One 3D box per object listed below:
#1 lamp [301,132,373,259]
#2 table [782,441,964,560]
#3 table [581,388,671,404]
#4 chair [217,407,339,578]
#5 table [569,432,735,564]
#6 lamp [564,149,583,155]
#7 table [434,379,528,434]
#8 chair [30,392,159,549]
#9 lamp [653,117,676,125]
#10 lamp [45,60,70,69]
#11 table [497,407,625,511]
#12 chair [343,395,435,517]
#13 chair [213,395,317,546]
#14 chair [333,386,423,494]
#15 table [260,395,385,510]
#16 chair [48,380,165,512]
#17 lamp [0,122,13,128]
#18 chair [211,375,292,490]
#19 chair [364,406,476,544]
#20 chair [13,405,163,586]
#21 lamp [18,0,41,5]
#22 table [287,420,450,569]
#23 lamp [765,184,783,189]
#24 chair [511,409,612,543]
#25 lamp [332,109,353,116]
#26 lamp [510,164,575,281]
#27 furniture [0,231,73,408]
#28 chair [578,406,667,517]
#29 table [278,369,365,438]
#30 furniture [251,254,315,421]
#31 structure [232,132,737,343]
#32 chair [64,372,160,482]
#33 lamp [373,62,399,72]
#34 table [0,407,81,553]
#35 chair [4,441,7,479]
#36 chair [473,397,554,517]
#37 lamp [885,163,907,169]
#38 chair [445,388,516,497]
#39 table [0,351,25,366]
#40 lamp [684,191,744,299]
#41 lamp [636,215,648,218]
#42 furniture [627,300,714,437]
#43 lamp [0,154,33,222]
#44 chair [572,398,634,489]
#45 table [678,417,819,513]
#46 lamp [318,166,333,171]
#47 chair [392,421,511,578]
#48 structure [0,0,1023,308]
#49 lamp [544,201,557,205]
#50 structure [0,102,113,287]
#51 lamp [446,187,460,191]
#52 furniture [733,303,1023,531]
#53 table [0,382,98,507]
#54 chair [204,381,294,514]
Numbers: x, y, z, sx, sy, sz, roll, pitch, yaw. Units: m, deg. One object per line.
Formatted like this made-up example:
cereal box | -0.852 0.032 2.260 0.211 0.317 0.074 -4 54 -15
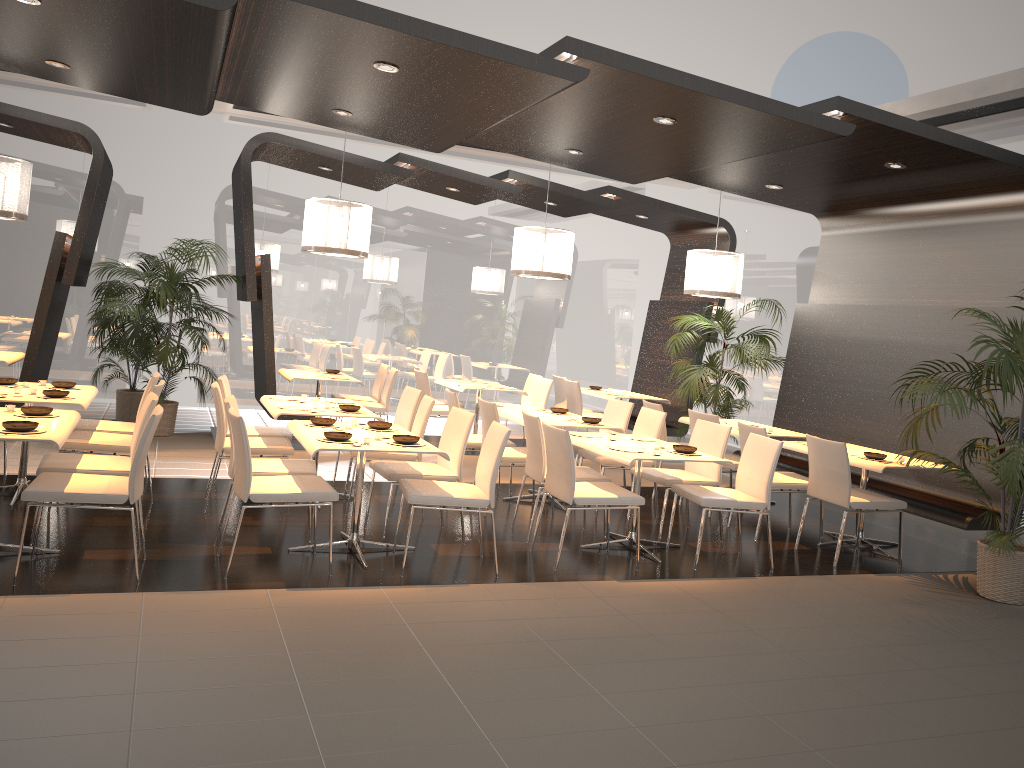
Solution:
lamp | -1.597 -2.186 8.402 0.627 1.931 0.626 5 0 7
table | 2.758 0.912 6.954 0.798 0.726 1.152 4 3 -21
table | 1.348 0.482 11.228 0.798 0.726 1.152 4 3 -21
chair | -1.344 0.600 5.069 0.604 0.870 0.485 5 1 -24
table | 0.874 0.793 6.232 0.798 0.726 1.152 4 3 -21
lamp | 0.535 -2.021 7.643 0.161 0.050 0.162 4 4 -16
table | -0.421 0.371 10.547 0.798 0.726 1.152 4 3 -21
chair | -2.458 0.490 5.239 0.604 0.874 0.485 5 1 -24
lamp | 1.079 -1.872 6.235 0.161 0.050 0.162 4 4 -16
lamp | -3.183 -2.253 6.197 0.160 0.050 0.161 3 4 -27
table | 0.444 0.653 7.670 1.050 0.725 1.152 4 3 -21
chair | -0.933 0.520 6.752 0.604 0.874 0.485 5 1 -14
chair | -1.555 0.542 5.631 0.604 0.870 0.485 5 1 -14
chair | -1.117 0.454 7.422 0.604 0.870 0.485 5 1 -24
table | -1.532 0.530 6.898 0.798 0.726 1.152 4 3 -21
chair | -2.753 0.403 6.067 0.604 0.870 0.485 5 1 -14
lamp | -4.991 -2.564 8.689 0.160 0.056 0.162 3 4 -27
chair | -2.065 0.395 7.045 0.604 0.870 0.485 5 1 -14
chair | -0.616 0.601 6.016 0.604 0.874 0.485 5 1 -24
chair | -2.204 0.554 4.664 0.604 0.874 0.485 5 1 -19
lamp | -2.639 -2.104 4.789 0.160 0.050 0.161 4 4 -16
table | -0.960 0.679 5.519 0.798 0.726 1.152 4 3 -21
lamp | 2.494 -1.890 8.405 0.161 0.050 0.162 4 4 -16
chair | 0.352 0.662 6.391 0.604 0.874 0.485 5 1 -14
lamp | -1.327 -2.137 6.919 0.160 0.050 0.161 3 4 -27
lamp | 0.381 -2.063 9.171 0.627 1.931 0.626 5 0 7
furniture | -4.842 -0.679 8.789 0.755 1.675 1.406 5 1 -21
chair | 0.926 0.634 7.478 0.604 0.870 0.485 5 1 -19
table | -2.179 0.260 9.876 0.798 0.726 1.152 4 3 -21
furniture | -2.513 -0.534 9.695 0.755 1.675 1.406 5 1 -21
structure | -0.255 -1.595 10.541 5.920 1.728 1.406 4 2 -21
chair | -3.008 0.339 6.641 0.604 0.870 0.485 5 1 -19
lamp | -0.783 -1.988 5.511 0.161 0.050 0.162 4 4 -16
table | -2.856 0.560 4.787 0.798 0.726 1.152 4 3 -21
chair | -3.991 0.272 6.336 0.604 0.870 0.485 5 1 -14
chair | 0.012 0.578 7.139 0.604 0.874 0.485 5 1 -19
lamp | 3.038 -1.741 6.997 0.161 0.050 0.162 4 4 -16
chair | -0.312 0.503 7.747 0.604 0.870 0.485 5 1 -14
table | -5.302 0.066 8.642 0.798 0.726 1.152 4 3 -21
lamp | 2.329 -1.941 9.929 0.627 1.931 0.626 5 0 11
lamp | 1.659 -2.149 11.275 0.160 0.056 0.162 3 4 -27
furniture | 1.808 -0.264 11.375 0.755 1.675 1.406 5 1 -21
lamp | -4.296 -2.355 7.353 0.629 1.931 0.624 5 0 41
chair | 0.742 0.570 8.149 0.604 0.870 0.485 5 1 -24
table | 2.188 0.763 8.332 0.798 0.726 1.152 4 3 -21
lamp | -2.072 -2.409 9.823 0.160 0.054 0.161 4 4 -16
chair | -0.361 0.667 5.373 0.604 0.870 0.485 5 1 -14
structure | -1.059 -1.366 6.217 10.638 1.737 2.913 4 3 -21
lamp | 0.474 -2.223 10.814 0.160 0.056 0.162 3 4 -27
structure | -6.904 -2.010 7.955 5.920 1.728 1.406 4 2 -21
lamp | -0.692 -2.296 10.361 0.160 0.056 0.162 3 4 -27
furniture | 3.198 0.108 7.905 0.755 1.674 2.913 5 3 -21
table | -3.405 0.411 6.189 0.798 0.726 1.152 4 3 -21
chair | -1.916 0.451 6.446 0.604 0.870 0.485 5 1 -19
